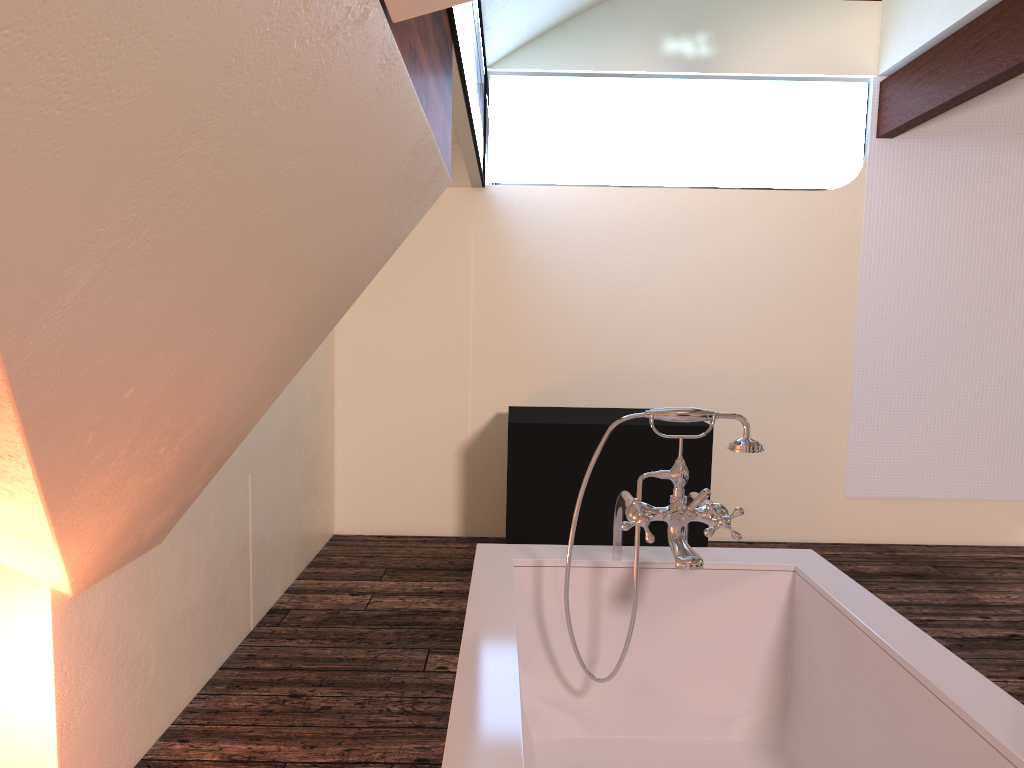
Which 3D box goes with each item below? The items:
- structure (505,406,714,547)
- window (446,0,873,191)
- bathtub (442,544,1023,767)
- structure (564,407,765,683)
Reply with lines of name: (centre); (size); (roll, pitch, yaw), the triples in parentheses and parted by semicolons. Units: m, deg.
structure: (0.409, 0.591, 4.186); (0.869, 0.864, 0.797); (1, 5, 0)
window: (0.849, -1.360, 3.000); (2.107, 0.679, 3.505); (1, 4, 0)
bathtub: (0.310, 0.852, 1.048); (0.798, 0.696, 2.208); (1, 4, 0)
structure: (0.338, 0.601, 1.976); (0.384, 1.125, 0.552); (3, 6, 14)
